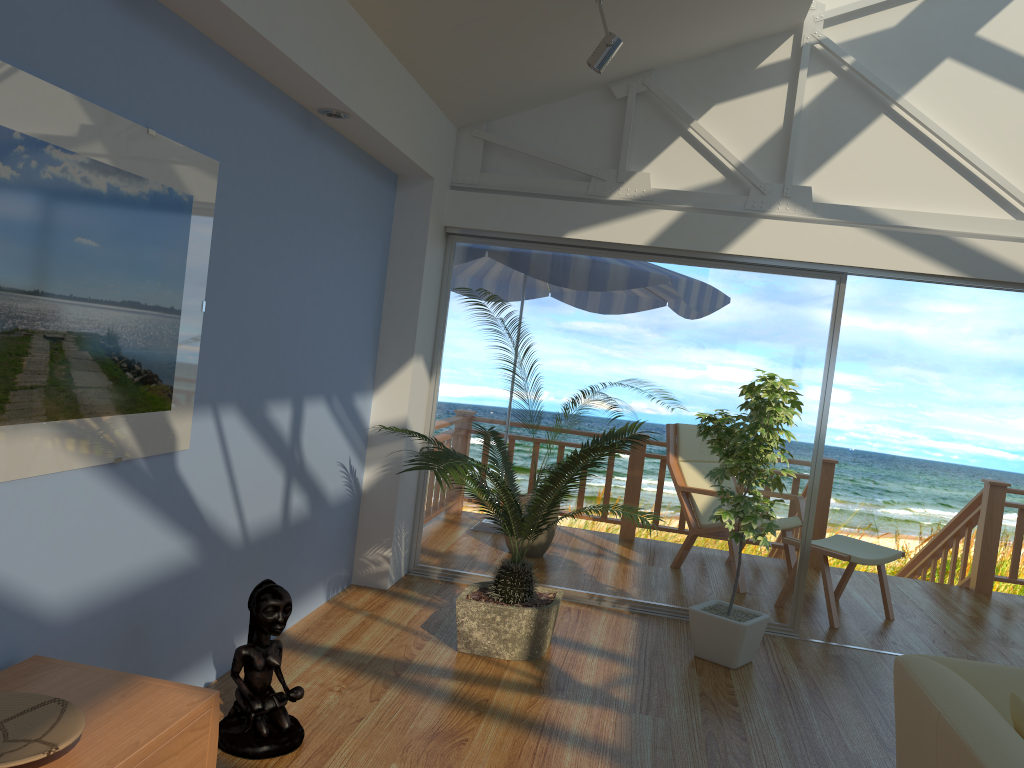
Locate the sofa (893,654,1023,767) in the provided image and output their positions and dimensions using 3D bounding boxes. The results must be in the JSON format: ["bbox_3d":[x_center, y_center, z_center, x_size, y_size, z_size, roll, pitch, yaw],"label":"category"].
[{"bbox_3d":[2.185,1.200,1.937,2.448,0.597,0.950,7,2,9],"label":"sofa"}]

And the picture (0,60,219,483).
[{"bbox_3d":[-1.119,-0.238,2.181,0.005,0.937,1.419,7,2,9],"label":"picture"}]

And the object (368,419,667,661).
[{"bbox_3d":[-0.042,0.654,4.113,1.413,1.093,1.488,7,2,-8],"label":"object"}]

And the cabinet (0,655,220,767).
[{"bbox_3d":[-1.132,0.952,1.281,0.500,0.468,1.911,7,2,9],"label":"cabinet"}]

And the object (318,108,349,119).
[{"bbox_3d":[-0.700,-1.082,3.493,0.122,0.050,0.122,7,2,-8],"label":"object"}]

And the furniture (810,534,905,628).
[{"bbox_3d":[1.991,1.182,5.394,0.619,0.427,0.449,5,3,-36],"label":"furniture"}]

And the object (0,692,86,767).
[{"bbox_3d":[-1.021,0.695,1.732,0.337,0.053,0.337,7,2,10],"label":"object"}]

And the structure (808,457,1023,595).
[{"bbox_3d":[2.872,1.508,6.746,6.950,2.064,4.086,7,2,9],"label":"structure"}]

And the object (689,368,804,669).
[{"bbox_3d":[1.132,0.631,4.228,0.495,1.409,0.699,6,2,-18],"label":"object"}]

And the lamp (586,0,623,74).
[{"bbox_3d":[0.369,-1.462,3.645,0.194,0.353,0.125,7,2,-8],"label":"lamp"}]

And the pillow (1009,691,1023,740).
[{"bbox_3d":[1.323,0.941,1.934,0.275,0.312,0.571,7,2,7],"label":"pillow"}]

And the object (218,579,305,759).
[{"bbox_3d":[-0.797,0.903,2.890,0.292,0.517,0.291,9,3,44],"label":"object"}]
